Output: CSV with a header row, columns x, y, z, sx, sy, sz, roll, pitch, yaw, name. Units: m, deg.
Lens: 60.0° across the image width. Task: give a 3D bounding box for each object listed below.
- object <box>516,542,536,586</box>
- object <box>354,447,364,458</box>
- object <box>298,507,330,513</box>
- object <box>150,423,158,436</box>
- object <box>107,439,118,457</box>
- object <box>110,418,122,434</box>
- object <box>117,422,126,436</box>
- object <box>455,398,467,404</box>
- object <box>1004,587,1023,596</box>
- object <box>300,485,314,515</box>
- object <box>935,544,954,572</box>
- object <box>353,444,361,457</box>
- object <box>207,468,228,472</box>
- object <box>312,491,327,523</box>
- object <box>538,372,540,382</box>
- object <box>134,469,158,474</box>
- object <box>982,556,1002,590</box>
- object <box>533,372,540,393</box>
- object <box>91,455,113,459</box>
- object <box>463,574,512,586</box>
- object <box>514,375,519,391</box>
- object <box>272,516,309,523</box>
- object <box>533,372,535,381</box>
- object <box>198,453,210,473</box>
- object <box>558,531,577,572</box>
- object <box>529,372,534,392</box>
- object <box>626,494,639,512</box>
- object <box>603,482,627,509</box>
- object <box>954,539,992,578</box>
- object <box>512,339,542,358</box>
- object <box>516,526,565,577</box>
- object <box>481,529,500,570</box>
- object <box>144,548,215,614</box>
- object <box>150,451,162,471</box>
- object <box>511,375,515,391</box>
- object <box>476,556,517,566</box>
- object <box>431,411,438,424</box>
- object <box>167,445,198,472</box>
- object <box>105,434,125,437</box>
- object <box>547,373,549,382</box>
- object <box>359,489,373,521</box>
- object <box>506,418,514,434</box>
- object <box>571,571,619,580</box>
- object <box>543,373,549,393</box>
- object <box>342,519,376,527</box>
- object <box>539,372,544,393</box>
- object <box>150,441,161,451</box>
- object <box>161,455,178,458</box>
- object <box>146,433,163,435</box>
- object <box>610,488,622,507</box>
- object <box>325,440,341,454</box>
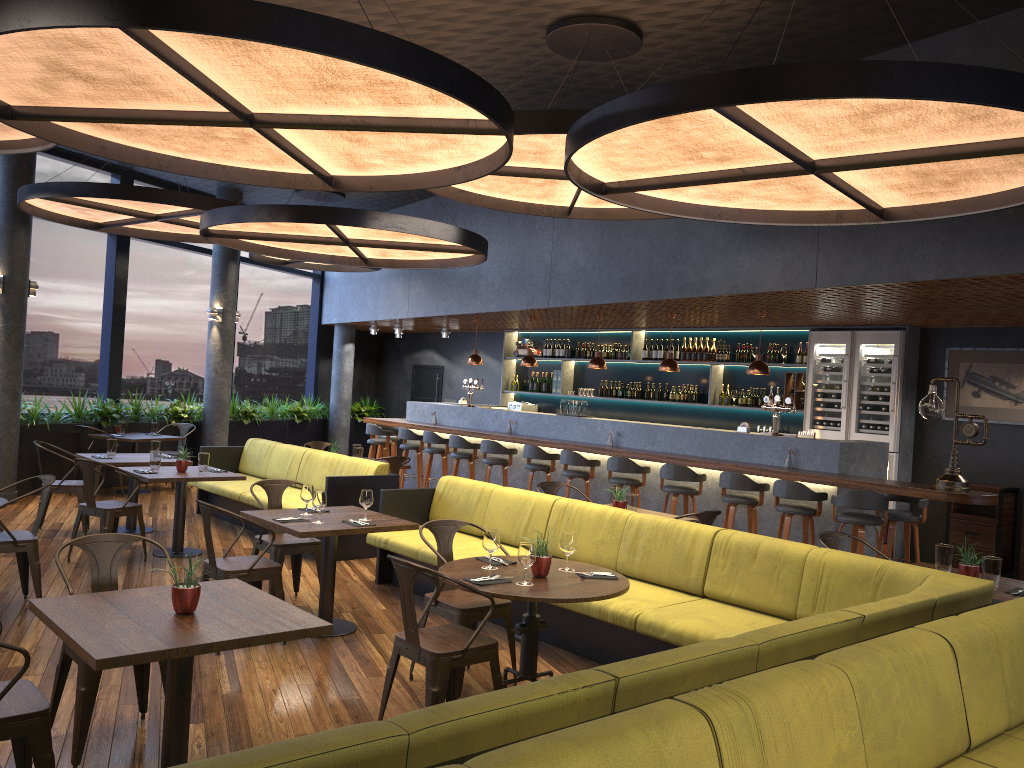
x,y,z,sx,sy,sz,roll,pitch,yaw,name
0.070,0.902,4.454,0.097,0.206,0.097,3,0,-2,object
-1.741,0.812,10.061,0.102,0.178,0.102,3,0,35,object
-1.419,0.908,6.396,0.157,0.019,0.255,4,0,-41,object
-4.909,0.622,12.164,0.102,0.178,0.102,3,0,41,object
-4.156,0.663,9.207,0.102,0.178,0.102,3,0,25,object
-5.421,0.545,12.166,0.260,0.271,0.238,4,0,-40,object
-5.248,0.601,11.910,0.102,0.178,0.102,3,0,31,object
-0.614,0.286,14.700,0.766,0.106,0.200,4,0,-41,object
2.860,1.164,4.954,0.255,0.019,0.157,4,0,-41,object
-1.438,0.813,6.224,0.097,0.206,0.097,3,0,41,object
2.631,1.071,5.405,0.102,0.178,0.102,3,0,35,object
-1.836,0.807,10.475,0.102,0.178,0.102,4,0,-5,object
-2.816,0.824,8.470,0.157,0.019,0.255,4,0,-41,object
-1.285,0.822,5.918,0.097,0.206,0.097,4,0,-41,object
0.428,-0.026,14.835,0.094,0.340,0.094,4,0,-35,object
-3.338,0.791,8.059,0.157,0.019,0.255,4,0,-41,object
2.723,1.076,5.040,0.102,0.178,0.102,3,0,35,object
0.411,-0.027,14.720,0.094,0.340,0.094,4,0,-27,object
-4.184,0.741,9.034,0.157,0.019,0.255,4,0,-41,object
-0.106,0.985,4.486,0.255,0.019,0.157,4,0,-39,object
0.085,-0.015,15.199,0.079,0.281,0.079,4,0,-37,object
-1.463,0.905,5.943,0.255,0.019,0.157,4,0,-41,object
0.354,-0.030,14.912,0.094,0.340,0.094,4,0,-5,object
-2.897,0.738,8.328,0.102,0.178,0.102,3,0,15,object
0.306,0.917,4.863,0.097,0.206,0.097,3,0,1,object
0.336,-0.032,14.785,0.094,0.340,0.094,4,0,-19,object
0.954,0.971,7.078,0.102,0.178,0.102,3,0,35,object
0.880,0.921,7.231,0.238,0.271,0.260,4,0,-20,object
2.656,1.026,5.169,0.260,0.271,0.238,4,0,-40,object
0.257,-0.604,15.025,0.229,0.319,0.579,4,0,-41,object
0.159,0.872,4.666,0.238,0.271,0.260,4,0,-20,object
-0.114,0.891,4.792,0.097,0.206,0.097,4,0,-16,object
-1.316,0.780,3.568,0.260,0.271,0.238,4,0,-6,object
-3.310,0.713,8.232,0.102,0.178,0.102,4,0,-35,object
0.024,-0.018,15.265,0.079,0.281,0.079,4,0,-22,object
-0.075,0.988,4.960,0.157,0.019,0.255,4,0,-34,object
-1.170,0.501,13.353,0.114,0.203,0.069,3,0,7,object
-3.057,0.682,8.259,0.238,0.271,0.260,3,0,-2,object
-5.274,0.679,11.745,0.255,0.019,0.157,3,0,25,object
0.571,-0.018,14.695,0.094,0.340,0.094,4,0,-31,object
-1.011,0.839,6.147,0.097,0.206,0.097,3,0,41,object
-0.023,0.569,12.050,0.114,0.203,0.069,3,0,10,object
0.433,1.019,4.750,0.255,0.019,0.157,4,0,-9,object
0.557,-0.019,14.568,0.094,0.340,0.094,3,0,-1,object
-1.042,0.931,5.974,0.157,0.019,0.255,4,0,-41,object
0.506,-0.021,14.768,0.094,0.340,0.094,4,0,-19,object
-3.743,0.688,9.303,0.102,0.178,0.102,3,0,25,object
-3.662,0.774,9.445,0.157,0.019,0.255,4,0,-41,object
-4.962,0.699,12.331,0.255,0.019,0.157,3,0,25,object
0.870,0.967,7.456,0.102,0.178,0.102,4,0,-5,object
-2.013,0.749,10.052,0.238,0.271,0.260,4,0,-36,object
